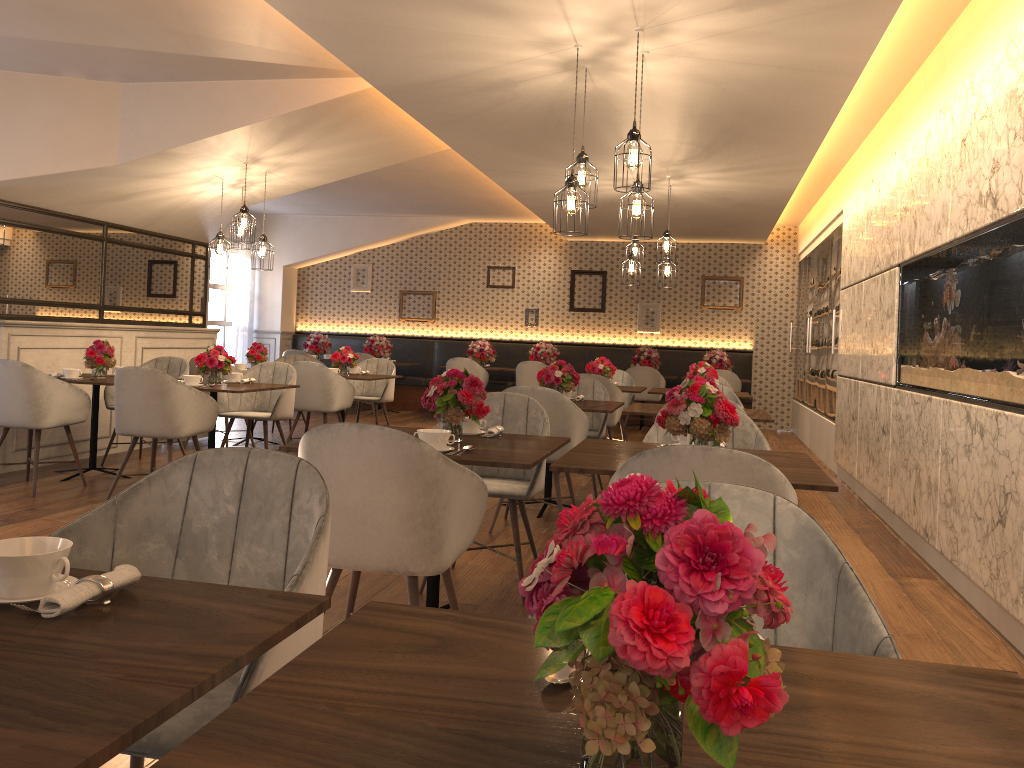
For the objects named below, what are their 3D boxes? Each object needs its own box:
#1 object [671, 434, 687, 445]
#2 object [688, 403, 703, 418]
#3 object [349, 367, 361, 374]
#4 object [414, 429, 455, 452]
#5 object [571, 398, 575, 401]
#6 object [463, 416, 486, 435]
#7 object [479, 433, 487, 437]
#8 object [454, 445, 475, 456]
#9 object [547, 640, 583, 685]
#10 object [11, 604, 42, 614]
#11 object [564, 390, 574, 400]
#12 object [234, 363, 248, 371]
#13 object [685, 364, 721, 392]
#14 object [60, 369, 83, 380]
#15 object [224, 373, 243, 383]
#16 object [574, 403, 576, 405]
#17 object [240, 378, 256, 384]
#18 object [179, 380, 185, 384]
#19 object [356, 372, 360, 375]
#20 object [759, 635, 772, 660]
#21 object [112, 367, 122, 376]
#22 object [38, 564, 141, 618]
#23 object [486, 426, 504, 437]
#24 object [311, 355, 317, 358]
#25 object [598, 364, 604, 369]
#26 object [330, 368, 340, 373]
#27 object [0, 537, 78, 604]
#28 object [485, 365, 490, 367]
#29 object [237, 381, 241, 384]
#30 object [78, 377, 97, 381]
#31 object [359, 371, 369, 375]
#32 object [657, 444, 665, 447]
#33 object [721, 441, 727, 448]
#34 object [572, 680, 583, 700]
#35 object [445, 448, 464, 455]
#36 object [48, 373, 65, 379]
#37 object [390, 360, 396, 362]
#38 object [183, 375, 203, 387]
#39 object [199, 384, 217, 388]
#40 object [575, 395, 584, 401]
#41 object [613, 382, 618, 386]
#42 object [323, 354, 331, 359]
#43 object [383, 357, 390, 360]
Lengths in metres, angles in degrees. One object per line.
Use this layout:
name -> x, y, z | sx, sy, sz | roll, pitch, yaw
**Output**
object -> 0.714, 0.223, 3.544 | 0.148, 0.072, 0.148 | 1, 3, -35
object -> 0.648, 0.091, 3.171 | 0.048, 0.053, 0.076 | 2, 2, -8
object -> -1.592, -0.137, 8.911 | 0.148, 0.072, 0.148 | 2, 2, -20
object -> -0.277, 0.202, 3.138 | 0.148, 0.072, 0.148 | 1, 3, -35
object -> 0.441, 0.103, 6.229 | 0.025, 0.024, 0.192 | 3, 3, 12
object -> -0.183, 0.176, 3.741 | 0.148, 0.072, 0.148 | 1, 3, -35
object -> -0.108, 0.204, 3.714 | 0.025, 0.024, 0.192 | 3, 3, 12
object -> -0.164, 0.236, 3.133 | 0.043, 0.015, 0.197 | 3, 3, 8
object -> 0.074, 0.345, 1.107 | 0.043, 0.015, 0.197 | 3, 3, 16
object -> -0.641, 0.302, 1.274 | 0.025, 0.024, 0.192 | 3, 3, 12
object -> 0.366, 0.075, 6.255 | 0.148, 0.072, 0.148 | 2, 2, -10
object -> -2.609, -0.160, 8.511 | 0.148, 0.072, 0.148 | 2, 2, -20
object -> 1.240, 0.021, 5.754 | 0.234, 0.301, 0.305 | 3, 1, 14
object -> -3.104, -0.069, 6.244 | 0.148, 0.072, 0.148 | 2, 2, -20
object -> -2.087, -0.046, 6.644 | 0.148, 0.072, 0.148 | 2, 2, -20
object -> 0.385, 0.135, 5.647 | 0.043, 0.015, 0.197 | 3, 3, 8
object -> -1.976, -0.024, 6.620 | 0.056, 0.039, 0.175 | 3, 3, 12
object -> -2.293, -0.010, 6.066 | 0.056, 0.039, 0.175 | 3, 3, 12
object -> -1.517, -0.109, 8.885 | 0.025, 0.024, 0.192 | 3, 3, 12
object -> 0.292, 0.344, 1.079 | 0.056, 0.039, 0.175 | 3, 3, 12
object -> -3.009, -0.095, 6.846 | 0.148, 0.072, 0.148 | 2, 2, -20
object -> -0.605, 0.297, 1.276 | 0.056, 0.039, 0.175 | 3, 3, 12
object -> -0.072, 0.199, 3.717 | 0.056, 0.039, 0.175 | 3, 3, 12
object -> -2.887, -0.383, 12.805 | 0.148, 0.072, 0.148 | 1, 3, -30
object -> 0.828, -0.162, 8.336 | 0.045, 0.052, 0.077 | 2, 2, -26
object -> -1.687, -0.112, 8.309 | 0.148, 0.072, 0.148 | 2, 2, -20
object -> -0.715, 0.274, 1.300 | 0.148, 0.072, 0.148 | 1, 3, -35
object -> -0.361, -0.264, 12.875 | 0.056, 0.039, 0.175 | 3, 3, 12
object -> -2.012, -0.018, 6.618 | 0.025, 0.024, 0.192 | 3, 3, 12
object -> -2.998, -0.036, 6.240 | 0.043, 0.015, 0.197 | 3, 3, 16
object -> -1.481, -0.115, 8.887 | 0.056, 0.039, 0.175 | 3, 3, 12
object -> 0.599, 0.247, 3.549 | 0.043, 0.015, 0.197 | 3, 3, 8
object -> 0.825, 0.246, 3.520 | 0.056, 0.039, 0.175 | 3, 3, 12
object -> 0.099, 0.353, 1.094 | 0.022, 0.004, 0.211 | 3, 3, 12
object -> -0.197, 0.239, 3.147 | 0.022, 0.004, 0.211 | 3, 3, 12
object -> -3.216, -0.058, 6.268 | 0.056, 0.039, 0.175 | 3, 3, 12
object -> -1.776, -0.338, 13.185 | 0.056, 0.039, 0.175 | 3, 3, 12
object -> -2.181, -0.021, 6.042 | 0.148, 0.072, 0.148 | 2, 2, -20
object -> -2.076, 0.013, 6.038 | 0.043, 0.015, 0.197 | 3, 3, 16
object -> 0.477, 0.098, 6.231 | 0.056, 0.039, 0.175 | 3, 3, 12
object -> 1.005, 0.001, 8.653 | 0.056, 0.039, 0.175 | 3, 3, 12
object -> -2.792, -0.409, 13.407 | 0.148, 0.072, 0.148 | 1, 3, -30
object -> -1.887, -0.361, 13.209 | 0.148, 0.072, 0.148 | 1, 3, -30
